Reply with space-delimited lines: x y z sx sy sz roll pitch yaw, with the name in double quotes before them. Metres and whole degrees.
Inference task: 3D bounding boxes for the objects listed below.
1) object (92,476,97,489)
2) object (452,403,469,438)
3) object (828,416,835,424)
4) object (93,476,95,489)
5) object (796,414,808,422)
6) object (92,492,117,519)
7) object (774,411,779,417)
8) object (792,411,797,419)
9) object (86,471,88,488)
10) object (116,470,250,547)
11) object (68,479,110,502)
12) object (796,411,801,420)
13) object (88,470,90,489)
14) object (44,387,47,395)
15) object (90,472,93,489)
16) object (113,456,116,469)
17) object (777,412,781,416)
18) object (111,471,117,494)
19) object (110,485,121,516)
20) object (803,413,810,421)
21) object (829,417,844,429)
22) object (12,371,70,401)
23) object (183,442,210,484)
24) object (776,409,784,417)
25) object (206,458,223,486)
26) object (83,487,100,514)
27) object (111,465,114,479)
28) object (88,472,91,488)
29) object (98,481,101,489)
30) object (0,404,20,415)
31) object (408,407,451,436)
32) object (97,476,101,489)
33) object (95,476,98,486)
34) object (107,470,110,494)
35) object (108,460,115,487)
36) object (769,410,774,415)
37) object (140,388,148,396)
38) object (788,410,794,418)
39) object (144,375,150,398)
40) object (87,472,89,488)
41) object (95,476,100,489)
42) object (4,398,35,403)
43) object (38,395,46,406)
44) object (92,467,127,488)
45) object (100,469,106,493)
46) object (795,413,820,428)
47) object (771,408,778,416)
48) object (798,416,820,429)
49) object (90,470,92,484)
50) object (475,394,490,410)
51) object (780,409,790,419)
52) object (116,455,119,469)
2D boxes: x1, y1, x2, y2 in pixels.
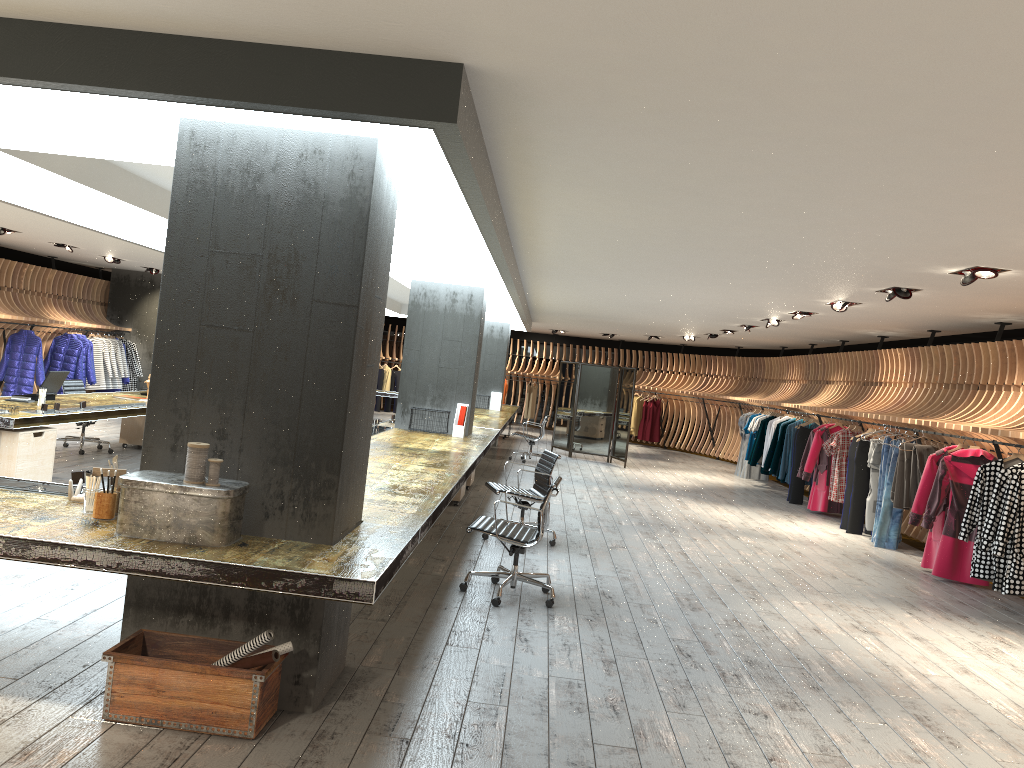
"object" -1.873 0.478 3.960 0.030 0.170 0.007 6 0 23
"object" -0.609 0.428 10.486 0.129 0.383 0.239 6 0 2
"object" 4.748 0.613 13.173 0.525 0.270 0.012 7 0 2
"object" -1.887 0.476 4.000 0.030 0.170 0.007 6 0 42
"object" 4.830 0.598 14.761 0.525 0.270 0.012 7 0 2
"object" -1.788 0.529 3.897 0.084 0.111 0.083 6 0 -10
"object" 4.874 0.584 16.226 0.525 0.270 0.012 7 0 2
"object" 4.828 0.593 15.076 0.525 0.270 0.012 7 0 7
"object" -1.900 0.475 3.965 0.007 0.170 0.030 6 0 13
"object" -1.387 0.520 3.735 0.498 0.239 0.303 7 1 3
"object" -1.857 0.369 4.217 0.431 0.429 0.195 6 0 -2
"object" 4.817 0.593 14.873 0.525 0.270 0.012 7 0 2
"object" -1.903 0.474 3.988 0.030 0.170 0.007 6 0 -11
"object" -4.453 0.114 8.443 0.030 0.170 0.007 7 0 -31
"object" -1.882 0.477 3.957 0.007 0.170 0.030 7 0 -41
"object" -1.783 0.454 4.002 0.012 0.264 0.062 6 0 44
"object" 4.883 0.586 16.144 0.525 0.270 0.012 7 0 2
"object" -1.754 0.479 3.890 0.008 0.207 0.054 7 0 -33
"object" -1.765 0.527 4.016 0.108 0.128 0.108 7 0 17
"object" 4.802 0.599 14.438 0.525 0.270 0.012 7 0 12
"object" 4.761 0.618 12.926 0.525 0.270 0.012 7 0 12
"object" -4.773 0.006 8.990 0.365 0.316 0.373 6 0 2
"object" -1.311 0.348 3.771 0.088 0.204 0.262 6 1 1
"object" 4.864 0.586 16.017 0.525 0.270 0.012 7 0 7
"object" -1.230 0.365 3.665 0.062 0.109 0.062 6 0 -27
"object" -1.887 0.521 3.979 0.061 0.111 0.061 6 0 -9
"object" -1.788 0.475 4.012 0.009 0.222 0.082 6 0 32
"object" -1.892 0.476 3.959 0.007 0.170 0.030 7 0 -14
"object" -1.863 0.479 3.986 0.007 0.170 0.030 6 0 32
"object" -4.317 0.211 7.425 0.302 0.074 0.217 6 1 -3
"object" -0.970 0.439 10.444 0.459 0.289 0.329 6 0 0
"object" -1.862 0.479 3.976 0.030 0.170 0.007 7 0 -31
"object" -1.877 0.477 4.000 0.007 0.170 0.030 7 0 -21
"object" -1.769 0.478 3.879 0.008 0.207 0.054 6 0 -11
"object" -1.798 0.465 4.018 0.084 0.240 0.009 6 0 -21
"object" 4.883 0.574 16.584 0.525 0.270 0.012 6 0 -13
"object" -4.539 0.110 11.317 0.262 0.088 0.373 7 1 2
"object" 4.845 0.585 15.409 0.525 0.270 0.012 7 0 2
"object" -4.402 0.028 10.774 0.097 0.300 0.321 6 0 -14
"object" -1.896 0.475 3.961 0.007 0.170 0.030 6 0 -2
"object" -1.865 0.479 3.967 0.030 0.170 0.007 6 0 -4
"object" -4.790 0.159 8.631 0.213 0.019 0.219 6 1 -13
"object" -4.478 0.157 8.445 0.062 0.111 0.061 7 0 36
"object" -1.808 0.479 3.964 0.138 0.209 0.034 6 0 -18
"object" -1.786 0.475 3.883 0.054 0.207 0.008 6 0 -15
"object" 4.796 0.605 14.140 0.525 0.270 0.012 7 0 27
"object" 4.860 0.584 16.412 0.524 0.284 0.014 7 0 12
"object" 4.779 0.606 13.960 0.525 0.270 0.012 7 0 7
"object" -1.896 0.475 3.996 0.030 0.170 0.007 6 0 15
"object" -0.685 0.356 17.842 0.459 0.289 0.329 7 0 5
"object" 4.853 0.583 15.643 0.525 0.270 0.012 7 0 7
"object" -1.778 0.451 4.002 0.008 0.267 0.060 6 0 19
